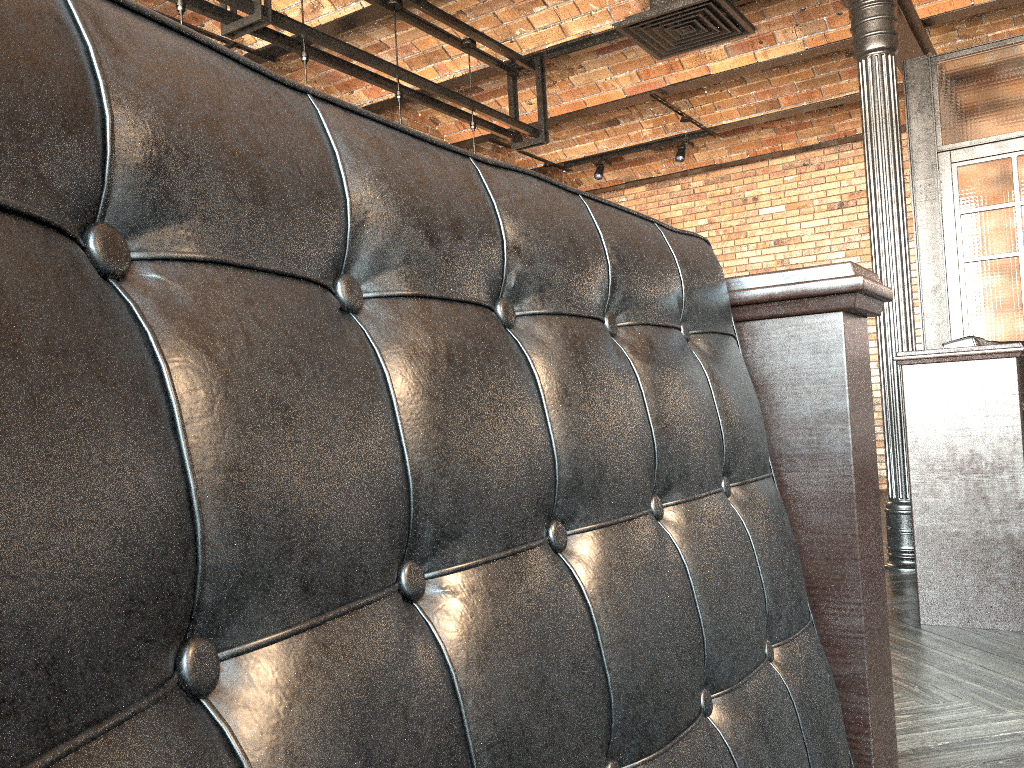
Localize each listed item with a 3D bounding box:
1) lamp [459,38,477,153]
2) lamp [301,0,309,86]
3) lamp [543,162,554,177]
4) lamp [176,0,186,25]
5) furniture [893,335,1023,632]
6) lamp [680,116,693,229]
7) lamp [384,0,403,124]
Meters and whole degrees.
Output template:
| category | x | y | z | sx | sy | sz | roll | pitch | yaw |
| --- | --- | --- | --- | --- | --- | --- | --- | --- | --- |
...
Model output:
| category | x | y | z | sx | sy | sz | roll | pitch | yaw |
| --- | --- | --- | --- | --- | --- | --- | --- | --- | --- |
| lamp | -0.233 | -1.347 | 5.722 | 0.340 | 1.754 | 0.340 | -3 | -2 | -11 |
| lamp | -1.034 | -1.338 | 4.495 | 0.340 | 1.754 | 0.340 | -3 | -2 | -11 |
| lamp | 0.407 | -1.368 | 8.782 | 0.291 | 1.653 | 0.291 | -4 | -2 | 8 |
| lamp | -1.434 | -1.334 | 3.881 | 0.340 | 1.754 | 0.340 | -3 | -2 | -11 |
| furniture | 4.466 | 0.229 | 3.093 | 5.451 | 1.212 | 1.979 | -4 | -2 | 33 |
| lamp | 1.544 | -1.469 | 7.607 | 0.291 | 1.653 | 0.291 | -3 | -2 | -12 |
| lamp | -0.633 | -1.343 | 5.109 | 0.340 | 1.754 | 0.340 | -3 | -2 | -11 |
